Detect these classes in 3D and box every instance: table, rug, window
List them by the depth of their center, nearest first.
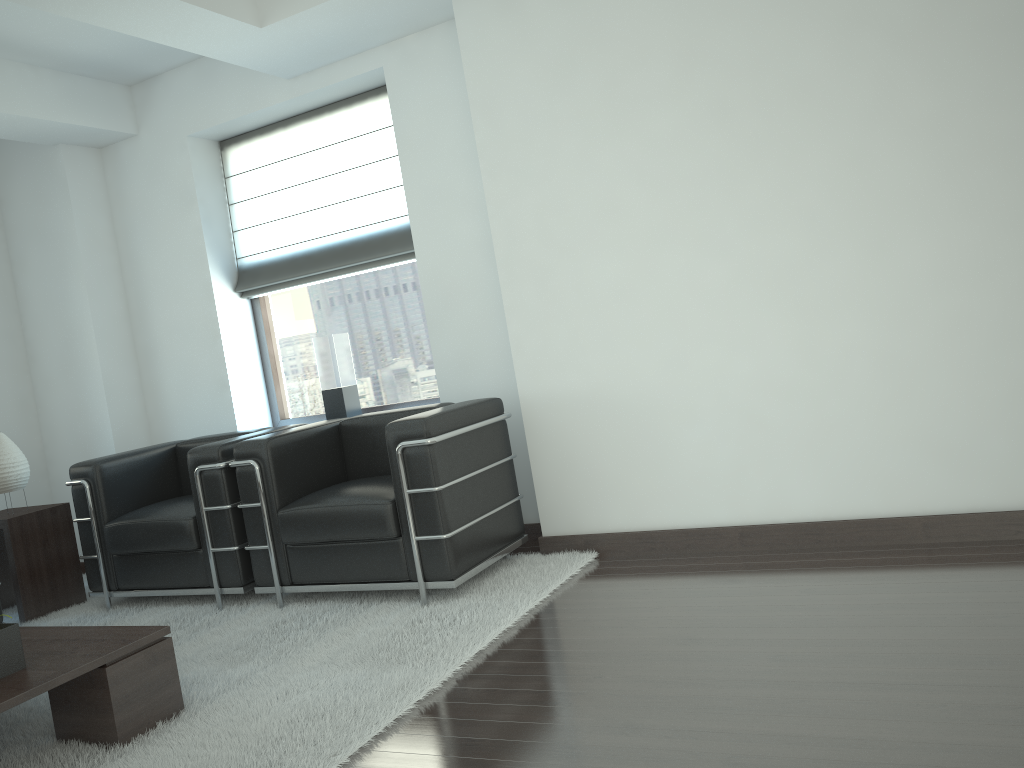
[{"bbox_3d":[-2.883,1.617,3.839,1.917,0.441,1.942,-8,3,27],"label":"table"},{"bbox_3d":[-3.067,1.815,4.350,5.158,0.110,6.270,-8,3,27],"label":"rug"},{"bbox_3d":[-3.932,1.444,7.042,0.784,0.844,0.527,-9,2,27],"label":"table"},{"bbox_3d":[-1.478,-1.038,7.822,2.128,2.730,0.146,-9,1,27],"label":"window"}]

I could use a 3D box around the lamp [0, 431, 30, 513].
[{"bbox_3d":[-4.011,0.703,6.987,0.375,0.654,0.374,-11,2,-34],"label":"lamp"}]

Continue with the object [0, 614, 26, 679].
[{"bbox_3d":[-2.426,0.810,3.898,0.335,0.991,0.253,-9,1,27],"label":"object"}]

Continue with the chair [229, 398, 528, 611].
[{"bbox_3d":[-0.886,0.803,6.024,1.642,1.170,1.126,-9,2,27],"label":"chair"}]

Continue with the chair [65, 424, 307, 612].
[{"bbox_3d":[-2.367,1.016,6.791,1.642,1.170,1.126,-9,2,27],"label":"chair"}]

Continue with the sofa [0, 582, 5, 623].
[{"bbox_3d":[-4.780,1.521,4.869,1.121,1.169,3.487,-9,3,27],"label":"sofa"}]

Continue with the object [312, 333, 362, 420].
[{"bbox_3d":[-1.488,-0.032,7.579,0.243,0.776,0.239,-9,1,27],"label":"object"}]

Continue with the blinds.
[{"bbox_3d":[-1.655,-1.637,7.660,2.119,1.475,0.223,-9,1,27],"label":"blinds"}]
